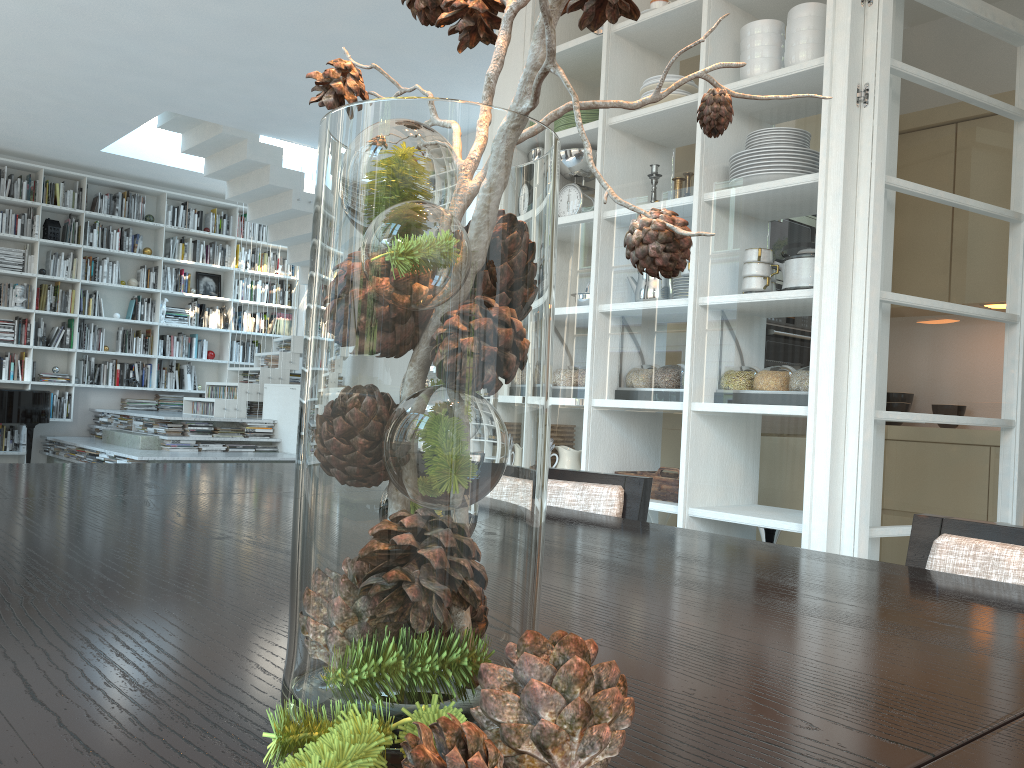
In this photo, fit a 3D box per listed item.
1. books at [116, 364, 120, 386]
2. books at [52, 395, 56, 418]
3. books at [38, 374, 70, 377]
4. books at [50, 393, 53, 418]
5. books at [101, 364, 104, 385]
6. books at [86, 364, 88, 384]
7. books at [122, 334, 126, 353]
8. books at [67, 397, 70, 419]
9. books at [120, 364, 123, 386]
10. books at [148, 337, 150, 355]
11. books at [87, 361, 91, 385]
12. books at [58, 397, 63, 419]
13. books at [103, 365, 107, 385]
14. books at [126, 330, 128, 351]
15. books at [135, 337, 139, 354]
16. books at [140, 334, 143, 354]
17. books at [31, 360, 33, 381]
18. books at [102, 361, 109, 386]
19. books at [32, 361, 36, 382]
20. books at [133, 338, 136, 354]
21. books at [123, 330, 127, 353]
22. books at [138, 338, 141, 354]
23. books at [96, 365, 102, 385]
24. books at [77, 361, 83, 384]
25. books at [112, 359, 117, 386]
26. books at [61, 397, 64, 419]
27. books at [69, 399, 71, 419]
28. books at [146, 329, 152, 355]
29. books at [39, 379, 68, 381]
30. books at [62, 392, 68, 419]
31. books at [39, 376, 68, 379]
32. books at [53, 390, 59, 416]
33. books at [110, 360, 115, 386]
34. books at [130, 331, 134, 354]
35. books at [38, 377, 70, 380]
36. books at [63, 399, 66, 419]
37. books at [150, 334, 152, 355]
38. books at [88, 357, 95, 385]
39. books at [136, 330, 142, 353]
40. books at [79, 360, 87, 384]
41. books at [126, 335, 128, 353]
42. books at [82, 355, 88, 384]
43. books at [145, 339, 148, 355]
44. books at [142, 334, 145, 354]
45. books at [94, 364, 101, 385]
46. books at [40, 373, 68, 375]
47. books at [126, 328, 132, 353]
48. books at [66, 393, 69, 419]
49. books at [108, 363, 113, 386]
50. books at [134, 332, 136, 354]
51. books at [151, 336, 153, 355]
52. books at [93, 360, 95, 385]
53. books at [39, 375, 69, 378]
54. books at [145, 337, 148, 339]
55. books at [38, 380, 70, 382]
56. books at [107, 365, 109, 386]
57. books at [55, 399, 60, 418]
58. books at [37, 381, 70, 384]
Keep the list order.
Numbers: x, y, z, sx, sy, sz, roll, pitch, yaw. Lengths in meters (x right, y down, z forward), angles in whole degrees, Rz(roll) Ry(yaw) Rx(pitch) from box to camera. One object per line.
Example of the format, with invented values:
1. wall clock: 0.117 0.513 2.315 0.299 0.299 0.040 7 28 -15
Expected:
1. books: -4.387 -0.099 9.810 0.031 0.244 0.184 4 -1 -41
2. books: -4.828 0.236 9.318 0.014 0.246 0.176 4 -1 -41
3. books: -4.836 -0.092 9.364 0.285 0.012 0.159 4 -2 -37
4. books: -4.850 0.226 9.310 0.005 0.264 0.162 4 -1 -41
5. books: -4.515 -0.104 9.723 0.029 0.234 0.142 4 -1 -41
6. books: -4.636 -0.116 9.616 0.015 0.240 0.152 4 -1 -41
7. books: -4.330 -0.448 9.849 0.016 0.215 0.177 4 -1 -41
8. books: -4.725 0.251 9.417 0.013 0.233 0.149 4 -1 -41
9. books: -4.363 -0.096 9.859 0.021 0.242 0.131 4 -1 -41
10. books: -4.132 -0.426 10.030 0.013 0.204 0.158 4 -1 -41
11. books: -4.606 -0.122 9.610 0.023 0.256 0.178 4 -1 -41
12. books: -4.775 0.251 9.355 0.026 0.225 0.175 4 -1 -41
13. books: -4.493 -0.099 9.737 0.024 0.228 0.159 4 -1 -41
14. books: -4.317 -0.468 9.877 0.008 0.259 0.158 4 -1 -41
15. books: -4.225 -0.429 9.945 0.015 0.195 0.175 4 -1 -41
16. books: -4.192 -0.444 9.971 0.018 0.229 0.181 4 -1 -41
17. books: -5.042 -0.141 9.265 0.027 0.229 0.141 4 -1 -41
18. books: -4.476 -0.117 9.747 0.014 0.268 0.171 4 -1 -41
19. books: -5.022 -0.131 9.285 0.030 0.210 0.136 4 -1 -41
20. books: -4.249 -0.425 9.911 0.018 0.182 0.182 4 -2 -41
21. books: -4.326 -0.470 9.870 0.015 0.262 0.149 4 -1 -41
22. books: -4.210 -0.422 9.953 0.019 0.183 0.190 4 -2 -41
23. books: -4.524 -0.096 9.702 0.011 0.217 0.175 4 -1 -41
24. books: -4.667 -0.125 9.581 0.012 0.254 0.161 4 -1 -41
25. books: -4.400 -0.125 9.794 0.012 0.293 0.175 4 -1 -41
26. books: -4.772 0.251 9.380 0.012 0.225 0.149 4 -1 -41
27. books: -4.725 0.265 9.434 0.012 0.206 0.160 4 -1 -41
28. books: -4.117 -0.471 10.032 0.007 0.295 0.162 4 -1 -41
29. books: -4.838 -0.044 9.363 0.254 0.012 0.161 4 -2 -35
30. books: -4.743 0.223 9.391 0.021 0.285 0.172 4 -1 -41
31. books: -4.838 -0.068 9.365 0.254 0.012 0.161 4 -2 -36
32. books: -4.822 0.210 9.348 0.032 0.300 0.149 4 -1 -41
33. books: -4.424 -0.122 9.803 0.012 0.285 0.159 4 -1 -41
34. books: -4.261 -0.461 9.900 0.018 0.251 0.184 4 -1 -41
35. books: -4.837 -0.056 9.361 0.285 0.012 0.159 4 -2 -38
36. books: -4.752 0.259 9.374 0.011 0.212 0.178 4 -1 -41
37. books: -4.126 -0.444 10.060 0.019 0.241 0.134 4 -1 -41
38. books: -4.584 -0.140 9.627 0.030 0.294 0.188 4 -1 -41
39. books: -4.200 -0.467 9.964 0.006 0.274 0.173 4 -1 -41
40. books: -4.640 -0.128 9.578 0.023 0.262 0.186 4 -1 -41
41. books: -4.316 -0.442 9.904 0.031 0.208 0.122 4 -1 -41
42. books: -4.627 -0.154 9.590 0.010 0.316 0.186 4 -1 -41
43. books: -4.144 -0.416 9.996 0.016 0.180 0.189 4 -2 -41
44. books: -4.174 -0.443 10.004 0.021 0.231 0.155 4 -1 -41
45. books: -4.552 -0.105 9.676 0.065 0.231 0.162 4 -1 -41
46. books: -4.831 -0.104 9.358 0.254 0.012 0.161 4 -2 -32
47. books: -4.287 -0.479 9.911 0.007 0.285 0.159 4 -1 -41
48. books: -4.744 0.231 9.419 0.015 0.270 0.157 4 -1 -41
49. books: -4.445 -0.108 9.760 0.025 0.252 0.181 4 -1 -41
50. books: -4.253 -0.455 9.946 0.030 0.244 0.135 4 -1 -41
51. books: -4.109 -0.434 10.070 0.009 0.223 0.146 4 -1 -41
52. books: -4.575 -0.130 9.647 0.010 0.277 0.174 4 -1 -41
53. books: -4.831 -0.080 9.356 0.254 0.012 0.161 4 -2 -41
54. books: -4.149 -0.428 10.028 0.016 0.205 0.141 4 -1 -41
55. books: -4.841 -0.031 9.365 0.285 0.012 0.159 4 -2 -36
56. books: -4.471 -0.093 9.760 0.012 0.221 0.153 4 -1 -41
57. books: -4.806 0.261 9.361 0.013 0.202 0.139 4 -1 -41
58. books: -4.838 -0.019 9.361 0.285 0.012 0.159 4 -2 -38
